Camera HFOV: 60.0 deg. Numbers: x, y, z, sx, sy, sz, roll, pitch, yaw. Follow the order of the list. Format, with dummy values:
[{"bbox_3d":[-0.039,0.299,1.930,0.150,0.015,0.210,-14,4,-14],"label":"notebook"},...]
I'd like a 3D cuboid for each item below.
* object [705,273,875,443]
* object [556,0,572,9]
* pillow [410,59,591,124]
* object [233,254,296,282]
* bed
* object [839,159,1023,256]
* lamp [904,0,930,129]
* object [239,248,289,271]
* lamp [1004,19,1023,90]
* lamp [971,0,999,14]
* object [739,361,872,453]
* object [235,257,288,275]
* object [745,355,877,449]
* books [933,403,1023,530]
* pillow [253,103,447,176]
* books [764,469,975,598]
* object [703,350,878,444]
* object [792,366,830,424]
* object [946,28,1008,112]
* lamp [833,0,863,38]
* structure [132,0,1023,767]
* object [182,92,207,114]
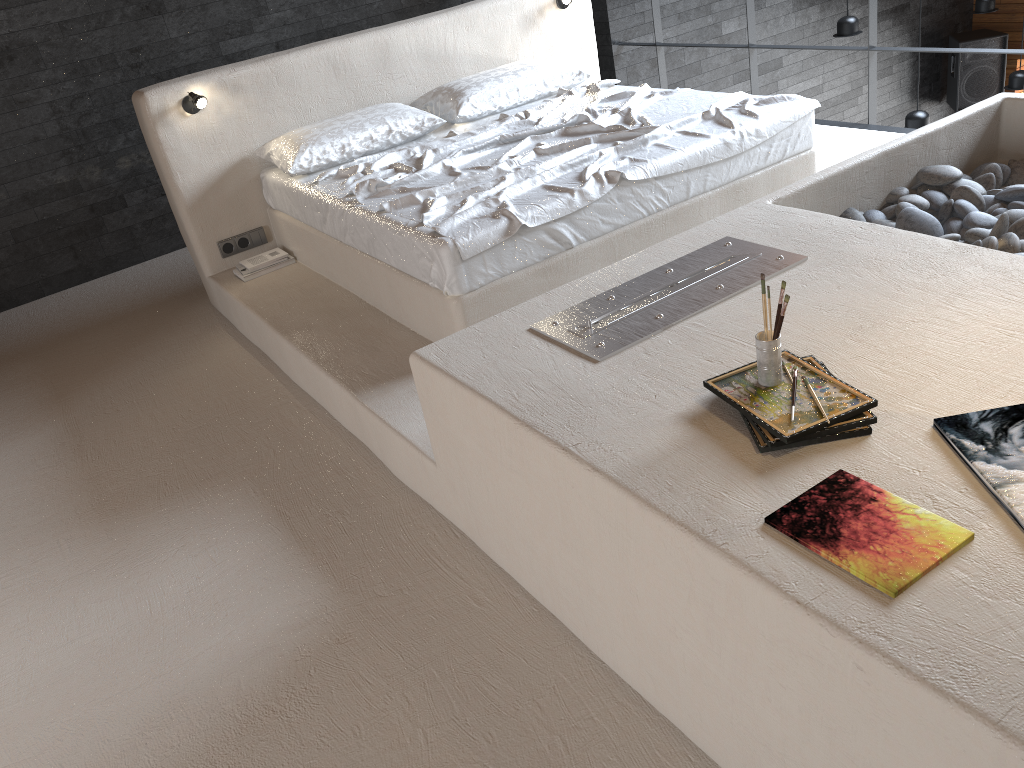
[{"bbox_3d":[0.523,-0.076,1.704,0.245,0.234,0.301,-16,28,-6],"label":"object"},{"bbox_3d":[0.291,-2.162,4.995,0.085,0.106,0.165,-12,28,1],"label":"object"},{"bbox_3d":[-0.063,-1.579,4.717,0.842,0.173,0.509,-26,31,-24],"label":"pillow"},{"bbox_3d":[-1.223,-0.582,4.377,0.269,0.028,0.176,-26,31,-24],"label":"object"},{"bbox_3d":[0.026,-0.957,4.096,1.826,0.484,2.012,-26,31,-24],"label":"bed"},{"bbox_3d":[1.770,-0.375,2.470,1.436,0.246,1.843,-26,31,-24],"label":"object"},{"bbox_3d":[2.479,-3.127,5.328,0.210,3.206,0.210,-14,28,-4],"label":"lamp"},{"bbox_3d":[-1.222,-0.617,4.371,0.206,0.015,0.161,-26,31,-24],"label":"object"},{"bbox_3d":[3.906,-3.279,6.690,0.210,2.034,0.210,-7,28,9],"label":"lamp"},{"bbox_3d":[3.908,-3.772,7.246,0.210,1.368,0.210,-7,28,9],"label":"lamp"},{"bbox_3d":[0.559,0.041,1.763,0.207,0.013,0.276,-10,28,4],"label":"object"},{"bbox_3d":[-1.235,-0.601,4.375,0.231,0.015,0.159,-23,30,-19],"label":"object"},{"bbox_3d":[0.556,0.029,1.758,0.207,0.013,0.276,-13,28,-2],"label":"object"},{"bbox_3d":[0.905,0.128,1.467,0.260,0.019,0.348,-10,28,4],"label":"books"},{"bbox_3d":[-0.803,-1.225,4.356,0.837,0.176,0.502,-25,31,-23],"label":"pillow"},{"bbox_3d":[0.564,0.230,1.417,0.188,0.013,0.251,-25,31,-23],"label":"books"},{"bbox_3d":[0.543,0.018,1.756,0.207,0.013,0.276,-20,29,-14],"label":"object"},{"bbox_3d":[0.560,0.022,1.735,0.064,0.010,0.232,-8,28,8],"label":"object"},{"bbox_3d":[4.715,-2.442,9.304,0.639,2.297,0.687,-7,28,10],"label":"object"},{"bbox_3d":[2.349,-3.426,6.224,0.210,1.852,0.210,-7,28,9],"label":"lamp"},{"bbox_3d":[0.563,-0.720,3.222,2.635,1.119,4.616,-26,31,-24],"label":"structure"},{"bbox_3d":[-1.471,-1.303,4.115,0.087,0.106,0.156,-28,32,-27],"label":"object"}]
